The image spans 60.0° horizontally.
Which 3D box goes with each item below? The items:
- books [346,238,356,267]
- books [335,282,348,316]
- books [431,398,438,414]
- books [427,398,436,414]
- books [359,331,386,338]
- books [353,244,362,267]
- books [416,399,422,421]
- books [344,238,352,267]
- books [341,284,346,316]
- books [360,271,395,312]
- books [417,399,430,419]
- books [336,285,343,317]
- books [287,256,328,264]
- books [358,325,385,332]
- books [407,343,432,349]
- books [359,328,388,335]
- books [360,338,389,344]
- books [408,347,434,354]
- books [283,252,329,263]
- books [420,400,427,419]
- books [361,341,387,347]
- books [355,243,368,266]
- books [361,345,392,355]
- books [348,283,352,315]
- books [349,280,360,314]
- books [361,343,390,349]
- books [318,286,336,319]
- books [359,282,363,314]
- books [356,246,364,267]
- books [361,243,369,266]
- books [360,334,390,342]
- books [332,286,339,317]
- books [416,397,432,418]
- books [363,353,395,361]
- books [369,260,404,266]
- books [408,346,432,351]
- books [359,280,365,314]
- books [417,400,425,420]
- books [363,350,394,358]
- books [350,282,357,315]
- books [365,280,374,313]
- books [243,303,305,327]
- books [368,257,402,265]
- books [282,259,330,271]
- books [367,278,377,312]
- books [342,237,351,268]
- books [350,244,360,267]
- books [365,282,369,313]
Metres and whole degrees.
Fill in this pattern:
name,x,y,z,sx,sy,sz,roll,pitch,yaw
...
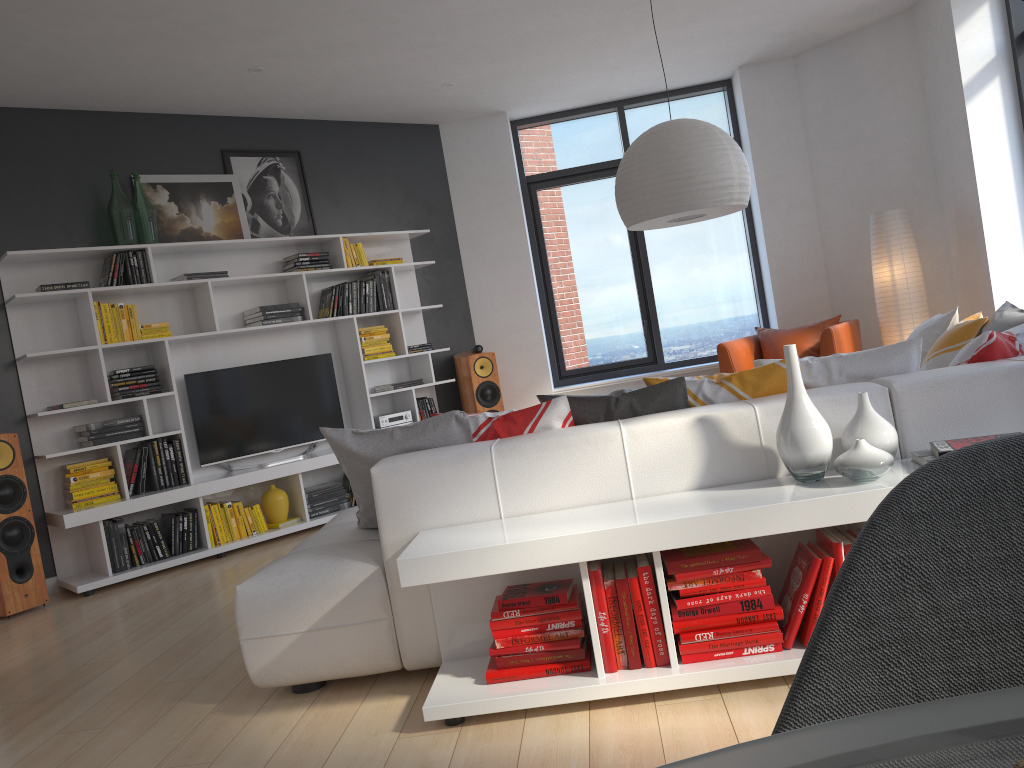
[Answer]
name,x,y,z,sx,sy,sz,roll,pitch,yaw
books,-1.255,-0.970,6.674,0.054,0.224,0.164,-12,3,-40
books,-1.283,-0.623,6.643,0.075,0.254,0.192,-12,3,-41
books,-0.664,0.231,7.084,0.077,0.233,0.179,-11,3,-40
books,-0.670,0.230,7.038,0.066,0.242,0.177,-11,3,-40
books,-1.097,-0.375,6.818,0.227,0.022,0.160,-11,3,-24
books,-1.194,-0.958,6.685,0.044,0.178,0.128,-11,3,-40
books,-0.785,0.239,6.962,0.053,0.268,0.202,-11,3,-40
books,-1.272,-0.966,6.648,0.041,0.224,0.163,-12,3,-41
books,-1.283,-0.614,6.608,0.069,0.242,0.172,-11,3,-39
books,-1.048,-0.701,6.876,0.128,0.321,0.259,-11,3,-40
books,-0.713,0.238,6.998,0.050,0.242,0.169,-11,3,-40
books,-1.316,-0.605,6.596,0.081,0.233,0.169,-12,3,-41
books,-1.499,-0.904,6.506,0.246,0.026,0.180,-11,3,-37
books,-1.118,-0.419,6.830,0.223,0.023,0.163,-11,3,-35
books,-0.766,-0.294,7.018,0.213,0.023,0.161,-11,3,-36
books,-1.093,-0.399,6.819,0.223,0.023,0.163,-11,3,-35
books,-1.091,-0.321,6.818,0.239,0.019,0.171,-11,3,-40
books,-0.750,-0.257,7.005,0.213,0.023,0.161,-11,3,-36
books,-1.513,-0.929,6.512,0.209,0.030,0.266,-7,3,44
books,-0.734,0.246,6.990,0.049,0.236,0.170,-11,3,-39
books,-1.086,-0.301,6.797,0.217,0.023,0.145,-11,3,-35
books,-1.165,-0.967,6.714,0.064,0.184,0.141,-11,3,-39
books,-1.073,-0.257,6.811,0.243,0.042,0.189,-11,3,-40
books,-1.258,-0.621,6.655,0.068,0.243,0.179,-12,3,-41
books,-1.209,-0.641,6.704,0.066,0.260,0.197,-11,3,-40
books,-1.089,-0.284,6.819,0.251,0.014,0.189,-11,3,-36
books,-1.371,-0.595,6.561,0.104,0.234,0.182,-11,3,-39
books,-1.173,-0.636,6.697,0.069,0.242,0.172,-11,3,-39
books,-1.171,-0.952,6.688,0.046,0.161,0.108,-12,3,-41
books,-1.153,-0.970,6.735,0.044,0.184,0.142,-11,3,-39
books,-1.086,-0.348,6.822,0.239,0.033,0.176,-11,3,-36
books,-1.349,-0.599,6.587,0.096,0.234,0.187,-11,3,-39
books,-0.699,0.230,7.025,0.066,0.255,0.193,-11,3,-40
books,-1.054,-0.200,6.805,0.257,0.028,0.194,-11,3,-35
books,-1.002,-0.922,6.897,0.257,0.028,0.194,-11,3,-35
books,-0.756,-0.275,7.006,0.198,0.015,0.142,-12,3,-41
books,-1.174,-0.645,6.731,0.075,0.254,0.192,-12,3,-41
books,-0.756,0.249,6.980,0.053,0.240,0.189,-11,3,-39
books,-1.066,-0.225,6.808,0.257,0.024,0.203,-11,3,-37
books,-1.233,-0.631,6.682,0.084,0.249,0.191,-11,3,-40
books,-1.124,-0.653,6.771,0.084,0.249,0.191,-11,3,-40
books,-1.697,-0.482,6.326,0.343,0.137,0.277,-12,3,-45
books,-1.013,-0.946,6.901,0.257,0.024,0.203,-11,3,-37
books,-1.514,-0.874,6.526,0.284,0.030,0.214,-11,3,-36
books,-1.099,-0.663,6.793,0.066,0.260,0.197,-11,3,-40
books,-1.278,-0.966,6.619,0.041,0.229,0.161,-12,3,-41
books,-1.214,-0.954,6.678,0.054,0.180,0.132,-11,3,-40
books,-1.145,-0.645,6.738,0.071,0.243,0.179,-12,3,-41
